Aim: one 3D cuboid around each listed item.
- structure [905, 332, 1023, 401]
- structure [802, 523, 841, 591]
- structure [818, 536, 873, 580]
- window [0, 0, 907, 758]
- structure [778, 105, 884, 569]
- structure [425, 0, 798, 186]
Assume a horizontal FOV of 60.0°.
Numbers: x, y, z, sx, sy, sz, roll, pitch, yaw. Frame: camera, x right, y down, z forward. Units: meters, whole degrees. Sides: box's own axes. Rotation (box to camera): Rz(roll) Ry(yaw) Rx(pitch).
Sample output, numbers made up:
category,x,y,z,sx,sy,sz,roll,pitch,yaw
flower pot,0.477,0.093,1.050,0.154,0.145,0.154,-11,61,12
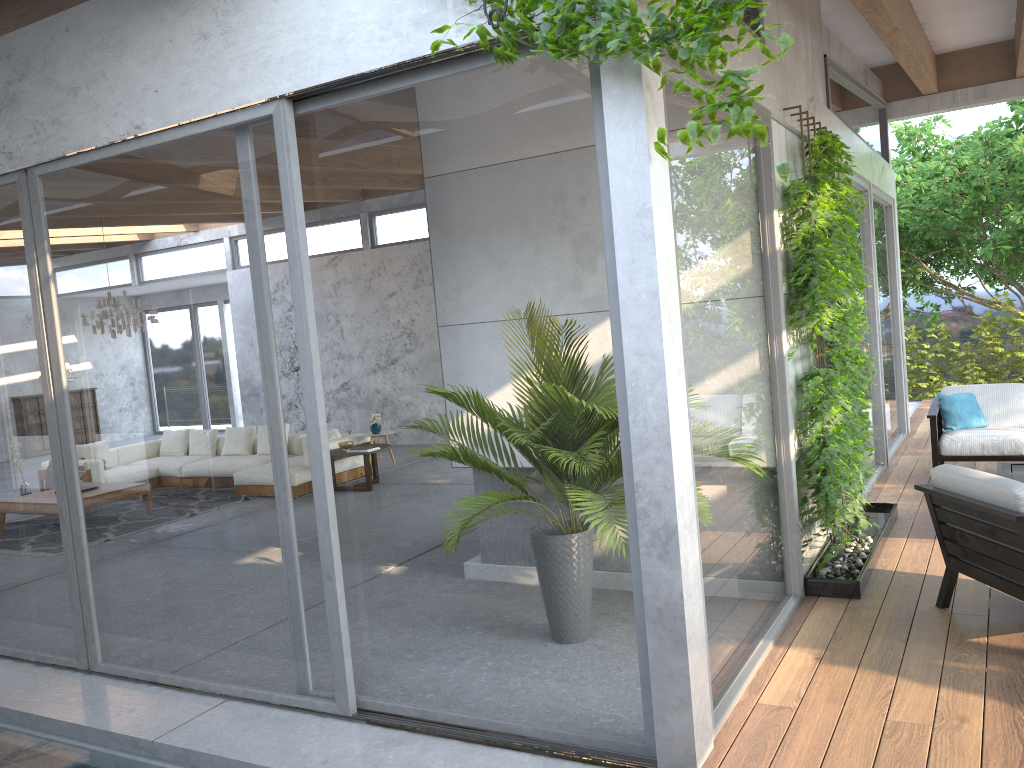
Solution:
category,x,y,z,sx,sy,sz,roll,pitch,yaw
structure,4.569,0.369,8.669,15.587,3.022,31.708,-7,4,-20
structure,1.107,0.876,6.327,2.203,0.595,2.012,-3,4,29
structure,1.997,1.031,5.282,0.231,0.044,0.928,-3,4,29
window,-4.918,-0.376,9.425,23.280,3.764,14.294,-3,4,29
structure,2.011,-0.286,5.542,0.500,2.669,1.851,-3,4,30
structure,0.328,-1.574,2.664,1.822,2.054,0.918,-3,4,27
